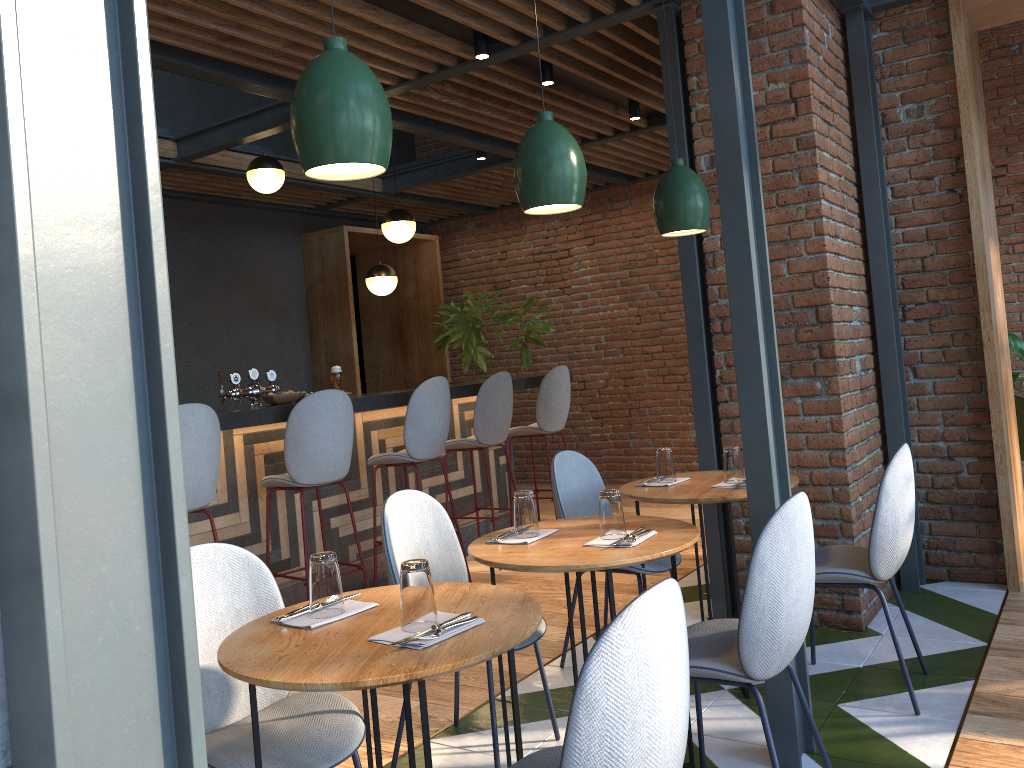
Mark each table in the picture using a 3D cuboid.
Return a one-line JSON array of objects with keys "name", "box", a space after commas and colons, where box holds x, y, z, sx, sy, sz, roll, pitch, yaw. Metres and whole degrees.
[{"name": "table", "box": [-0.249, 0.901, 1.943, 0.698, 0.748, 0.701, -5, 0, 44]}, {"name": "table", "box": [0.247, 0.838, 2.683, 0.700, 0.748, 0.698, -5, 0, -14]}, {"name": "table", "box": [0.812, 0.768, 3.524, 0.700, 0.748, 0.698, -5, 0, -10]}]

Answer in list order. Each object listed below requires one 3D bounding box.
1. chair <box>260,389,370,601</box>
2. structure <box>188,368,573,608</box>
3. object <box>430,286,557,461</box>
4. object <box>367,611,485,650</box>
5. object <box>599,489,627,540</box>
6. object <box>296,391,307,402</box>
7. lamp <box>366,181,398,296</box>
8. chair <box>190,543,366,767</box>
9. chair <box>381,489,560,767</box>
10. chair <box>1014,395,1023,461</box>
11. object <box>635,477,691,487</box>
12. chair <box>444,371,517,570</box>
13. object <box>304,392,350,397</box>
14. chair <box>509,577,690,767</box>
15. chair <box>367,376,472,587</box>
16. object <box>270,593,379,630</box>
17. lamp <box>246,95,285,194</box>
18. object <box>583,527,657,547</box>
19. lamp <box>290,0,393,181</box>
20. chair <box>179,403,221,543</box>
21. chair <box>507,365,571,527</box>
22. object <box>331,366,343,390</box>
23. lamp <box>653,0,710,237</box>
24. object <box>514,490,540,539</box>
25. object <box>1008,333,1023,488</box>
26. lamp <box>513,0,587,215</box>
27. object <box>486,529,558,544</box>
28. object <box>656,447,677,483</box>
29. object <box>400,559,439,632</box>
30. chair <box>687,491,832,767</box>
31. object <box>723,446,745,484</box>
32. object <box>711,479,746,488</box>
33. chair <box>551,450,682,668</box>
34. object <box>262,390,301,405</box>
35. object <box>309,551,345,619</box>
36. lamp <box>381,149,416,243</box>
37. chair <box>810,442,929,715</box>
[{"name": "chair", "box": [-1.032, 0.657, 4.561, 0.419, 1.244, 0.506, -4, -1, -45]}, {"name": "structure", "box": [-2.024, 0.643, 5.631, 2.910, 1.397, 4.929, -4, 1, 34]}, {"name": "object", "box": [-0.209, 0.052, 8.795, 1.513, 2.099, 1.084, -5, -1, 39]}, {"name": "object", "box": [-0.185, 0.512, 1.859, 0.157, 0.019, 0.243, -4, 2, 39]}, {"name": "object", "box": [0.295, 0.385, 2.625, 0.080, 0.138, 0.080, -6, -1, 44]}, {"name": "object", "box": [-1.211, 0.073, 5.016, 0.078, 0.060, 0.108, -5, 1, 42]}, {"name": "lamp", "box": [-1.262, -2.638, 7.556, 0.269, 3.798, 0.267, -4, -2, -35]}, {"name": "chair", "box": [-0.619, 0.857, 2.195, 0.506, 0.888, 0.419, -6, -1, 40]}, {"name": "chair", "box": [-0.147, 0.797, 2.951, 0.506, 0.888, 0.419, -5, -1, 30]}, {"name": "chair", "box": [3.419, 0.448, 5.666, 0.515, 0.819, 0.638, -5, 0, -2]}, {"name": "object", "box": [0.627, 0.396, 3.653, 0.157, 0.019, 0.243, -4, 2, 38]}, {"name": "chair", "box": [-0.207, 0.552, 5.848, 0.506, 1.244, 0.419, -6, -1, 32]}, {"name": "object", "box": [-1.073, 0.064, 5.035, 0.163, 0.052, 0.292, -4, 2, 43]}, {"name": "chair", "box": [0.099, 0.806, 1.672, 0.506, 0.888, 0.419, -6, -1, 35]}, {"name": "chair", "box": [-0.574, 0.591, 5.172, 0.506, 1.244, 0.419, -6, -1, 30]}, {"name": "object", "box": [-0.432, 0.529, 2.084, 0.157, 0.019, 0.243, -4, 2, 39]}, {"name": "lamp", "box": [-1.936, -3.269, 6.449, 0.267, 3.798, 0.268, -6, -2, 40]}, {"name": "object", "box": [0.314, 0.450, 2.601, 0.157, 0.019, 0.243, -4, 2, 31]}, {"name": "lamp", "box": [-0.460, -1.479, 2.000, 0.223, 2.024, 0.224, -6, -2, 37]}, {"name": "chair", "box": [-1.526, 0.716, 3.951, 0.506, 1.244, 0.419, -6, -1, 40]}, {"name": "chair", "box": [0.212, 0.500, 6.448, 0.506, 1.244, 0.419, -6, -1, 33]}, {"name": "object", "box": [-0.976, -0.011, 4.947, 0.070, 0.183, 0.070, -4, -1, -36]}, {"name": "lamp", "box": [0.600, -1.612, 3.580, 0.223, 2.024, 0.224, -6, -2, 37]}, {"name": "object", "box": [0.041, 0.404, 2.759, 0.080, 0.138, 0.080, -5, -1, -16]}, {"name": "object", "box": [3.750, 0.208, 6.495, 0.634, 1.197, 0.713, -5, -1, -6]}, {"name": "lamp", "box": [0.036, -1.542, 2.740, 0.223, 2.024, 0.224, -6, -2, 37]}, {"name": "object", "box": [0.038, 0.470, 2.787, 0.157, 0.019, 0.243, -4, 2, 31]}, {"name": "object", "box": [0.627, 0.331, 3.623, 0.080, 0.138, 0.080, -5, -1, -19]}, {"name": "object", "box": [-0.202, 0.447, 1.884, 0.080, 0.138, 0.080, -5, -1, 12]}, {"name": "chair", "box": [0.594, 0.743, 2.445, 0.506, 0.888, 0.419, -6, -1, 35]}, {"name": "object", "box": [0.863, 0.314, 3.460, 0.080, 0.138, 0.080, -5, -1, 21]}, {"name": "object", "box": [0.880, 0.379, 3.434, 0.157, 0.019, 0.243, -4, 2, 38]}, {"name": "chair", "box": [0.455, 0.723, 3.767, 0.506, 0.888, 0.419, -6, -1, 35]}, {"name": "object", "box": [-1.263, 0.075, 4.851, 0.168, 0.073, 0.168, -6, 1, -36]}, {"name": "object", "box": [-0.433, 0.463, 2.054, 0.080, 0.138, 0.080, -5, -1, 2]}, {"name": "lamp", "box": [-1.039, -2.988, 6.951, 0.267, 3.798, 0.269, -6, -2, 43]}, {"name": "chair", "box": [1.225, 0.668, 3.240, 0.506, 0.888, 0.419, -5, -1, 30]}]
